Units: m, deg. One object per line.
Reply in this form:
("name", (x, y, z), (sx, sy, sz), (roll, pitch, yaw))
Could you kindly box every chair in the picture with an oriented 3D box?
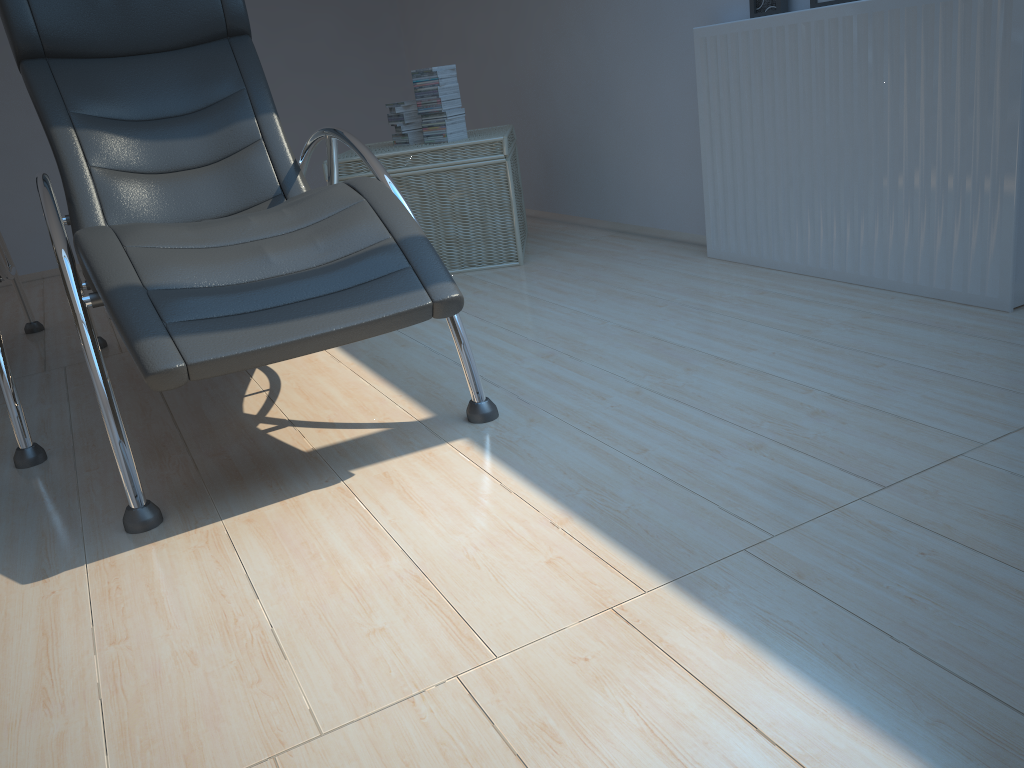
("chair", (-1.918, -0.317, 2.505), (0.836, 0.953, 2.114), (-17, 21, -23))
("chair", (-0.848, -0.594, 2.400), (0.836, 1.251, 1.938), (-17, 21, -23))

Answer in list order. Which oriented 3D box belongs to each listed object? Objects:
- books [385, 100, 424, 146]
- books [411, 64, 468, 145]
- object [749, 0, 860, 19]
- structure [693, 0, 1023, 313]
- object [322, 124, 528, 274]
("books", (-0.437, -1.119, 3.808), (0.162, 0.184, 0.165), (-17, 21, -24))
("books", (-0.299, -1.141, 3.639), (0.149, 0.300, 0.149), (6, 24, 34))
("object", (0.967, -1.165, 2.494), (0.030, 0.180, 0.846), (-17, 21, -23))
("structure", (1.024, -0.698, 2.615), (0.120, 0.800, 1.324), (-17, 21, -23))
("object", (-0.336, -0.805, 3.897), (0.745, 0.518, 0.744), (-6, 20, 5))
